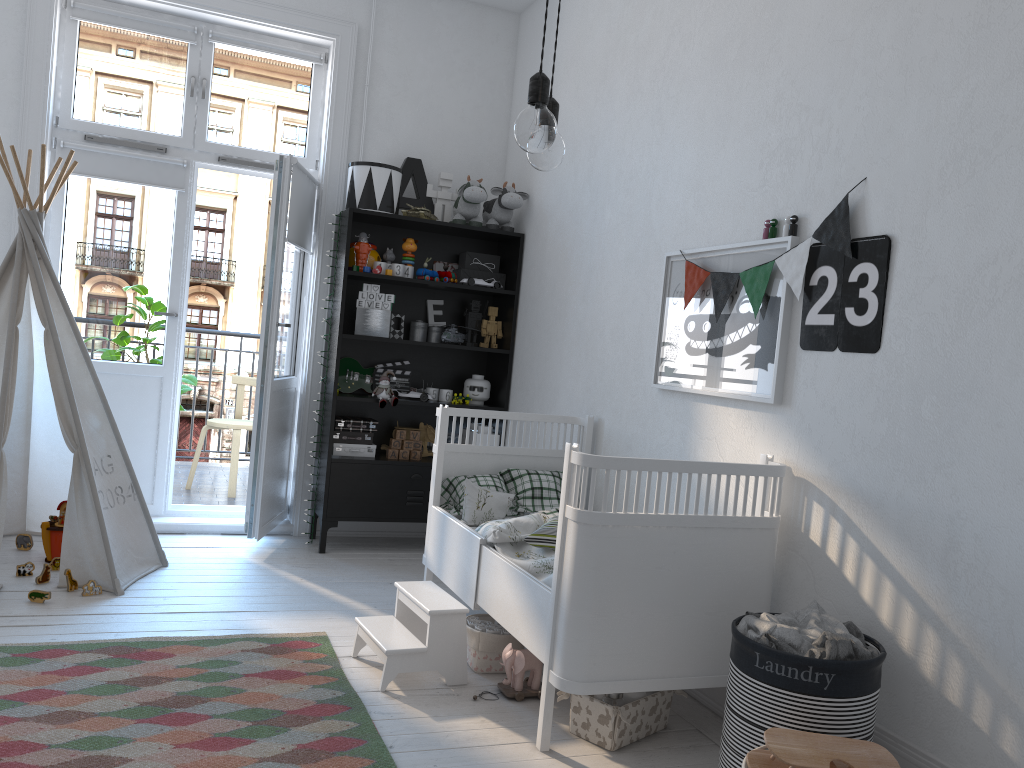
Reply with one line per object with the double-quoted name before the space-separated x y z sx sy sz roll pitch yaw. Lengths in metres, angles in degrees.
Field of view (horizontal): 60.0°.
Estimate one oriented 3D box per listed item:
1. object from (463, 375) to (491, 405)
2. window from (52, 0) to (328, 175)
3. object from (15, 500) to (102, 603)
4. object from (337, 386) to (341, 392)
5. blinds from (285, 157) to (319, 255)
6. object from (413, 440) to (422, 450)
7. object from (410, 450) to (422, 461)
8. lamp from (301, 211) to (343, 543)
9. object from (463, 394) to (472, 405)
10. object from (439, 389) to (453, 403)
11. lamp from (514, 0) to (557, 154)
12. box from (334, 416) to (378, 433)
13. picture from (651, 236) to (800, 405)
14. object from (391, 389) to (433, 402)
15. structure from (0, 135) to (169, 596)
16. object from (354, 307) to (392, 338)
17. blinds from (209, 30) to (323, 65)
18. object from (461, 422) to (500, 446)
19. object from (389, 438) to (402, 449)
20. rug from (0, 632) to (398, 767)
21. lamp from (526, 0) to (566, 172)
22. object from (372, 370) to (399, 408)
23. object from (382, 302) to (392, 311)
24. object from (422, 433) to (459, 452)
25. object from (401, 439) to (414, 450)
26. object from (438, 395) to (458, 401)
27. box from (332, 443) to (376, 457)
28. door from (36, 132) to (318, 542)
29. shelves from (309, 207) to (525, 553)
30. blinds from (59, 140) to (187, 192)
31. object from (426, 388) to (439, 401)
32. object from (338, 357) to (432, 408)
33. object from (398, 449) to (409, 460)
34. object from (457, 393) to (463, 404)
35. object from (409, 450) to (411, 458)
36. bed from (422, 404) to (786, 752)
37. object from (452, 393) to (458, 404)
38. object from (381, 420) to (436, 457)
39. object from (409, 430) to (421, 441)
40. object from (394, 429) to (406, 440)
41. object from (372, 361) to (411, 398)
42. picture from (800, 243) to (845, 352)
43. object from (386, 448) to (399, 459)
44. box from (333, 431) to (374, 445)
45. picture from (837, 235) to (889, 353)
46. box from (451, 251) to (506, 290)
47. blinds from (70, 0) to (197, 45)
"object" -0.186 0.032 4.710 0.139 0.162 0.139 8 3 43
"window" -1.573 -1.480 4.440 1.263 0.660 0.101 5 2 -22
"object" -1.780 0.624 3.592 0.385 0.284 0.856 4 2 -30
"object" -0.889 0.020 4.493 0.042 0.054 0.031 5 2 -12
"blinds" -1.030 -0.862 4.377 0.032 0.390 0.565 5 2 -2
"object" -0.495 0.313 4.575 0.050 0.050 0.050 5 2 -22
"object" -0.492 0.364 4.551 0.050 0.050 0.050 6 2 8
"lamp" -0.543 0.003 4.646 0.985 1.685 0.095 4 3 -24
"object" -0.232 0.079 4.609 0.042 0.054 0.031 6 2 23
"object" -0.343 0.063 4.596 0.067 0.067 0.067 5 2 -8
"lamp" -0.364 -1.213 1.919 1.380 1.530 0.074 7 3 43
"box" -0.806 0.205 4.513 0.216 0.062 0.179 5 2 -22
"picture" 0.674 -0.208 2.917 0.030 0.493 0.703 5 2 -22
"object" -0.519 0.058 4.535 0.230 0.048 0.098 6 2 3
"structure" -1.966 -0.121 3.555 1.142 1.750 1.143 8 3 44
"object" -0.694 -0.304 4.432 0.170 0.138 0.124 5 2 -7
"blinds" -1.249 -1.716 4.527 0.565 0.060 0.032 5 2 -22
"object" -0.174 0.314 4.722 0.132 0.199 0.267 5 2 -22
"object" -0.595 0.305 4.528 0.050 0.050 0.050 5 2 -22
"rug" -0.900 0.899 1.969 1.320 0.016 2.027 5 2 -21
"lamp" -0.341 -1.215 2.056 1.380 1.530 0.074 7 3 43
"object" -0.618 0.026 4.368 0.110 0.186 0.129 4 3 -35
"object" -0.620 -0.384 4.400 0.040 0.040 0.040 6 2 8
"object" -0.410 0.325 4.820 0.347 0.120 0.034 5 2 -22
"object" -0.535 0.311 4.530 0.050 0.050 0.050 5 2 -22
"object" -0.361 0.072 4.759 0.163 0.034 0.069 5 2 -22
"box" -0.817 0.327 4.516 0.216 0.062 0.179 5 2 -22
"door" -1.610 -0.222 4.259 1.264 1.839 0.636 5 2 -20
"shelves" -0.496 0.013 4.597 0.911 1.678 0.353 5 3 -22
"blinds" -1.891 -1.060 4.327 0.565 0.158 0.032 5 2 -22
"object" -0.415 0.055 4.617 0.067 0.067 0.067 5 2 -8
"object" -0.677 -0.004 4.657 0.542 0.239 0.093 5 2 -21
"object" -0.554 0.359 4.527 0.050 0.050 0.050 5 2 -17
"object" -0.271 0.075 4.625 0.042 0.054 0.031 5 2 -22
"object" -0.507 0.361 4.608 0.050 0.050 0.050 5 2 -22
"bed" 0.204 0.558 3.034 0.670 0.833 1.403 5 2 -22
"object" -0.291 0.075 4.560 0.031 0.054 0.042 7 3 28
"object" -0.516 0.292 4.680 0.337 0.186 0.111 5 2 -7
"object" -0.498 0.264 4.556 0.050 0.050 0.050 5 2 -2
"object" -0.571 0.258 4.525 0.050 0.050 0.050 5 2 -22
"object" -0.627 -0.031 4.646 0.201 0.199 0.048 5 3 -22
"picture" 0.865 -0.242 2.470 0.010 0.302 0.151 5 2 -22
"object" -0.608 0.355 4.505 0.050 0.050 0.050 5 2 -22
"box" -0.829 0.265 4.507 0.216 0.062 0.179 5 2 -22
"picture" 0.920 -0.234 2.327 0.013 0.305 0.152 5 2 -22
"box" -0.170 -0.597 4.726 0.251 0.189 0.179 5 2 -22
"blinds" -1.825 -1.750 4.298 0.565 0.087 0.032 5 2 -22
